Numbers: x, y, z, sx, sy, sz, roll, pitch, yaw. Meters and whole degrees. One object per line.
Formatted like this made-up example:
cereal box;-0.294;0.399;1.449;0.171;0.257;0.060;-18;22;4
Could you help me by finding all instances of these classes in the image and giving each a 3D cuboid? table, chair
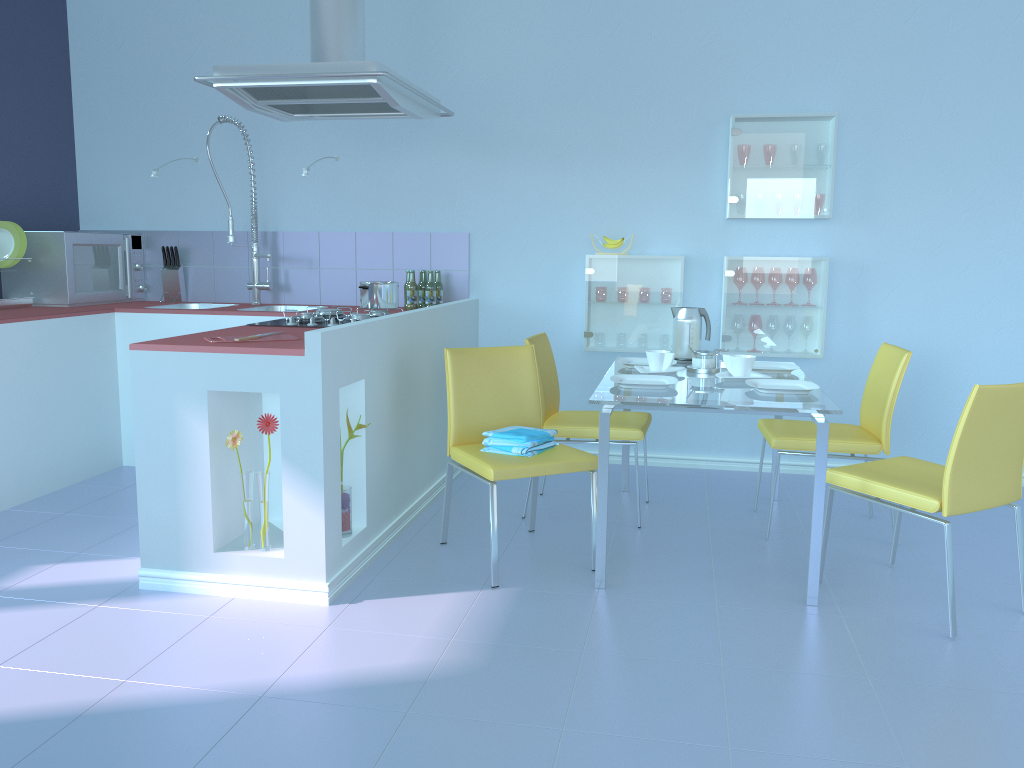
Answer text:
table;0.696;0.271;3.218;0.730;0.590;1.173;2;9;11
chair;1.247;0.305;2.639;0.387;0.695;0.484;-4;10;-31
chair;1.201;0.200;3.347;0.484;0.695;0.387;2;9;8
chair;0.012;0.240;2.986;0.387;0.695;0.484;-3;9;-25
chair;0.299;0.160;3.543;0.484;0.695;0.387;3;9;13

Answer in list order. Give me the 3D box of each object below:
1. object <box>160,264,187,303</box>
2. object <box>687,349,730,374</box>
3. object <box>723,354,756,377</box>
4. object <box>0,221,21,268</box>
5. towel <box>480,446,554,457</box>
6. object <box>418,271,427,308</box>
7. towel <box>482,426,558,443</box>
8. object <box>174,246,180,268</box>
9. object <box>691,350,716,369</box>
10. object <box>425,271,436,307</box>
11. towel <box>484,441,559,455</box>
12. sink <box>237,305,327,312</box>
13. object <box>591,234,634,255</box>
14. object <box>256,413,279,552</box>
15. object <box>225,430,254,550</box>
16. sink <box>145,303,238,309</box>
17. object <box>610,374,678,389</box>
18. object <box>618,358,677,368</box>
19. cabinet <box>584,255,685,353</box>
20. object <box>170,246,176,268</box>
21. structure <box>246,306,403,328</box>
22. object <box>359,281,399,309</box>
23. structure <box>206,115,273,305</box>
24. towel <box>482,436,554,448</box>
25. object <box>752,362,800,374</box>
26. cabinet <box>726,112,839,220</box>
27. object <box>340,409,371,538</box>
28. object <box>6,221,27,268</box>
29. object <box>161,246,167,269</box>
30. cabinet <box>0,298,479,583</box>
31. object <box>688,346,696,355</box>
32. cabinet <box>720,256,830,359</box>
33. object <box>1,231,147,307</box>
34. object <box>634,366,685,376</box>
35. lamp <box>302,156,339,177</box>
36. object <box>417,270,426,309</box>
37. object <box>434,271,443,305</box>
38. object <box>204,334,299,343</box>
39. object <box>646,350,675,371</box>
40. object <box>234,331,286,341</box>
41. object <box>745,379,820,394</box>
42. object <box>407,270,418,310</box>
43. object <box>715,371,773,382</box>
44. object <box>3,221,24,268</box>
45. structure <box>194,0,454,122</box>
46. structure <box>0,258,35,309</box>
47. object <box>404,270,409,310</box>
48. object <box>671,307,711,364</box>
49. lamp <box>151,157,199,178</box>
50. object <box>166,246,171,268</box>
object;-1.777;-0.527;4.629;0.100;0.200;0.109;2;9;11
object;0.744;-0.087;3.344;0.166;0.081;0.123;1;8;2
object;0.813;-0.059;3.150;0.091;0.083;0.111;-2;9;-17
object;-2.331;-0.633;4.027;0.220;0.214;0.053;2;9;7
towel;0.023;0.212;2.969;0.195;0.024;0.201;6;10;30
object;-0.422;-0.448;4.247;0.052;0.187;0.052;5;10;29
towel;0.026;0.167;2.967;0.195;0.033;0.190;7;11;37
object;-1.744;-0.584;4.620;0.019;0.265;0.037;4;9;20
object;0.723;-0.087;3.345;0.087;0.071;0.090;-3;9;-24
object;-0.386;-0.441;4.201;0.052;0.187;0.052;5;10;29
towel;0.029;0.199;2.967;0.195;0.024;0.201;7;10;35
sink;-1.096;-0.279;4.273;0.326;0.172;0.428;2;9;11
object;0.471;-0.655;4.167;0.203;0.100;0.077;1;8;3
object;-0.731;0.294;2.632;0.090;0.427;0.054;8;11;42
object;-0.818;0.319;2.666;0.085;0.365;0.050;2;9;9
sink;-1.562;-0.297;4.361;0.326;0.172;0.428;2;9;11
object;0.444;-0.006;2.984;0.228;0.020;0.228;2;9;8
object;0.533;-0.079;3.484;0.228;0.020;0.228;3;9;12
cabinet;0.575;-0.379;4.177;0.450;0.450;0.173;2;9;11
object;-1.767;-0.585;4.625;0.019;0.265;0.038;4;9;20
structure;-0.679;-0.269;3.496;0.500;0.047;0.600;2;9;11
object;-0.542;-0.363;3.617;0.157;0.106;0.170;0;8;-6
structure;-1.306;-0.847;4.366;0.308;0.920;0.178;2;9;9
towel;0.026;0.183;2.966;0.195;0.027;0.192;6;10;31
object;0.979;-0.061;3.393;0.228;0.020;0.228;2;9;8
cabinet;1.202;-0.968;3.969;0.450;0.450;0.173;2;9;11
object;-0.544;0.274;2.795;0.067;0.423;0.229;8;11;41
object;-2.325;-0.639;4.068;0.220;0.214;0.053;2;9;7
object;-1.812;-0.587;4.633;0.019;0.265;0.037;1;8;1
cabinet;-1.451;0.080;3.629;2.200;0.800;2.139;2;9;11
object;0.694;-0.104;3.330;0.077;0.079;0.023;-3;9;-24
cabinet;1.195;-0.354;4.060;0.450;0.450;0.173;2;9;11
object;-2.174;-0.581;4.445;0.367;0.350;0.611;2;9;11
object;0.551;-0.045;3.257;0.190;0.020;0.194;1;8;2
lamp;-0.916;-1.049;4.255;0.037;0.134;0.400;2;9;11
object;-0.434;-0.459;4.305;0.052;0.190;0.052;-3;9;-24
object;-0.357;-0.450;4.263;0.052;0.187;0.052;5;10;29
object;-0.813;-0.142;2.770;0.269;0.006;0.151;-4;9;-27
object;0.537;-0.077;3.250;0.091;0.083;0.111;0;9;-7
object;-0.801;-0.156;2.824;0.041;0.009;0.375;2;9;7
object;0.884;0.010;2.910;0.228;0.020;0.228;2;9;8
object;-0.474;-0.444;4.206;0.052;0.190;0.052;-3;9;-24
object;0.799;-0.026;3.151;0.190;0.020;0.194;-1;9;-8
object;-2.328;-0.636;4.047;0.220;0.214;0.053;2;9;7
structure;-0.658;-1.502;3.310;0.695;0.962;0.895;2;9;11
structure;-2.346;-0.447;3.940;0.194;0.225;0.408;2;9;7
object;-0.494;-0.454;4.267;0.052;0.190;0.052;-3;9;-24
object;0.724;-0.203;3.645;0.146;0.222;0.132;-6;11;-36
lamp;-1.669;-1.078;4.397;0.037;0.134;0.400;2;9;11
object;-1.790;-0.586;4.629;0.019;0.265;0.038;4;9;20
